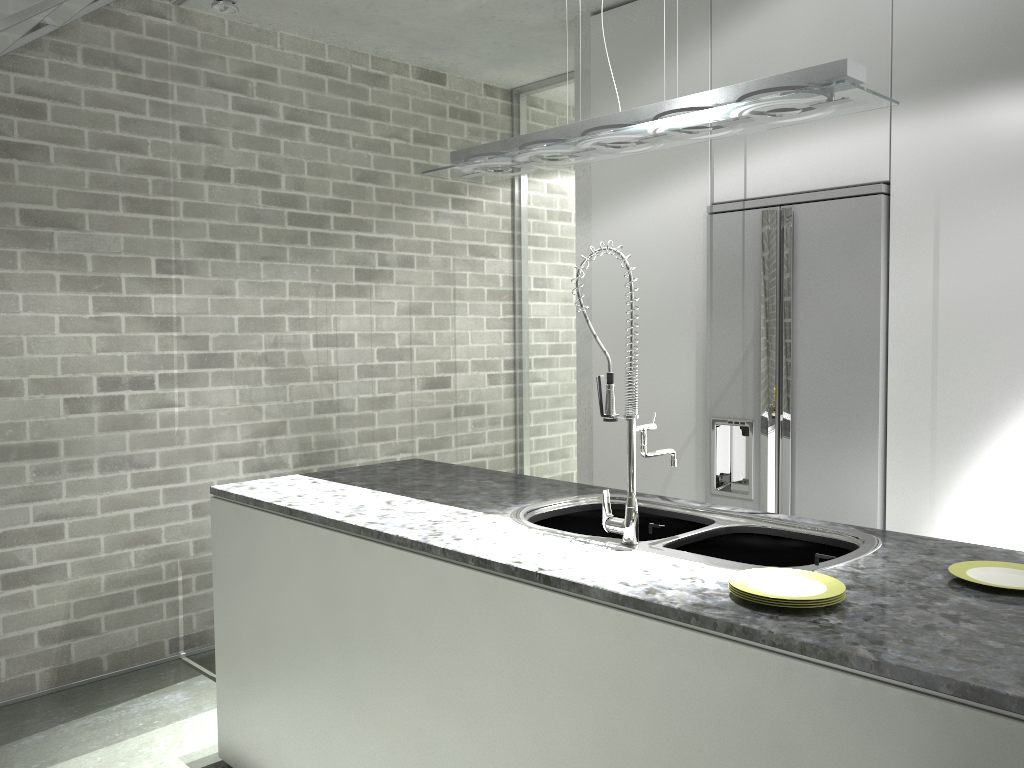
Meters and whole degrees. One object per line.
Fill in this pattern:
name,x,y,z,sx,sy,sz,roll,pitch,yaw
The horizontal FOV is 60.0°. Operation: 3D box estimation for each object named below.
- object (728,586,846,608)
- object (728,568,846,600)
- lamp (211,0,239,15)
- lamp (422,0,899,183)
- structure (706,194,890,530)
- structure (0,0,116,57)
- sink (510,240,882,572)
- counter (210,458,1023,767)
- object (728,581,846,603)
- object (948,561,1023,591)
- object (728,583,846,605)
object,0.530,0.406,1.717,0.217,0.017,0.216,-1,3,-11
object,0.530,0.392,1.716,0.217,0.017,0.216,-1,3,-11
lamp,2.120,-1.620,3.056,6.854,0.136,0.110,0,3,11
lamp,0.310,-1.174,2.553,0.290,0.964,1.490,-4,5,-44
structure,1.129,0.247,3.564,0.160,1.900,0.743,-4,5,-44
structure,-2.766,-0.721,2.208,4.345,4.246,0.902,-4,5,-44
sink,0.429,0.150,2.333,0.546,1.023,0.987,-4,5,-44
counter,0.818,0.886,1.821,0.900,0.960,4.400,-4,5,-44
object,0.530,0.397,1.716,0.217,0.017,0.216,-1,3,-11
object,1.009,0.396,1.806,0.217,0.017,0.216,-2,4,-19
object,0.530,0.402,1.717,0.217,0.017,0.216,-1,3,-11
